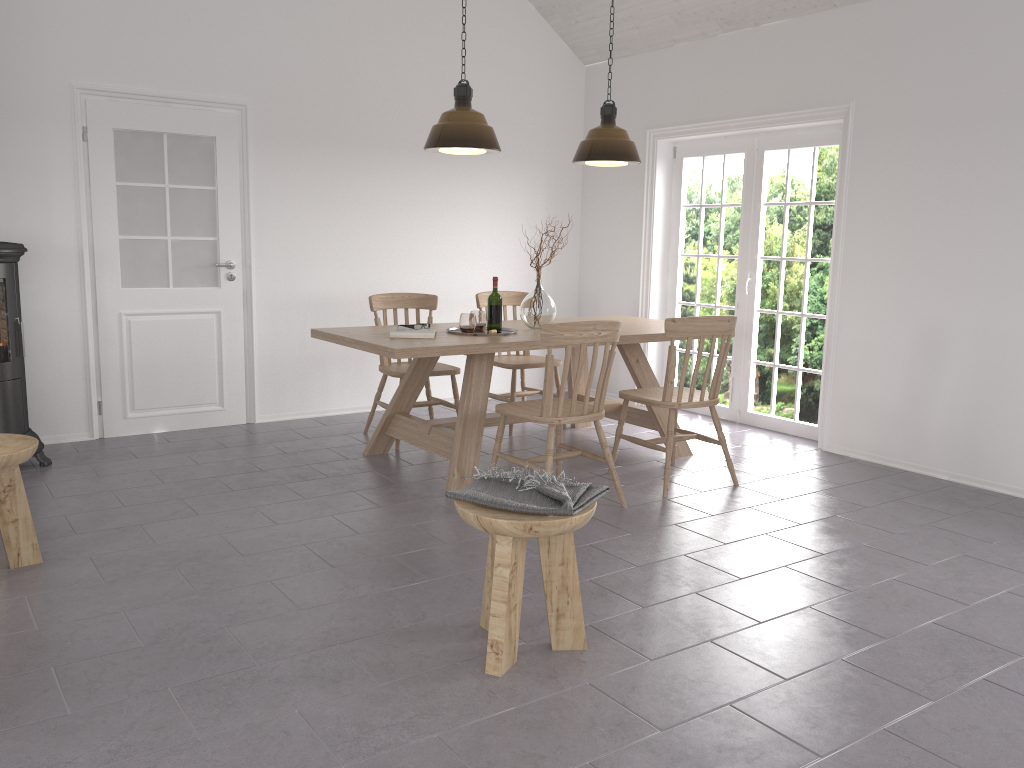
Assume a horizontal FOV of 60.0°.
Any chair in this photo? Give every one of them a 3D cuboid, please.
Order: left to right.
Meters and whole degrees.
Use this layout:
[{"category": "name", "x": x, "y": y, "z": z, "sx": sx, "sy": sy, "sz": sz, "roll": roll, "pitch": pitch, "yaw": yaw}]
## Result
[{"category": "chair", "x": -1.957, "y": 0.461, "z": 3.238, "sx": 0.431, "sy": 0.479, "sz": 0.431, "roll": -6, "pitch": 12, "yaw": -38}, {"category": "chair", "x": -0.607, "y": -0.104, "z": 5.557, "sx": 0.506, "sy": 0.902, "sz": 0.519, "roll": -4, "pitch": 11, "yaw": -30}, {"category": "chair", "x": 0.043, "y": -0.163, "z": 6.005, "sx": 0.506, "sy": 0.902, "sz": 0.519, "roll": -5, "pitch": 11, "yaw": -34}, {"category": "chair", "x": 0.036, "y": 0.586, "z": 2.727, "sx": 0.431, "sy": 0.479, "sz": 0.431, "roll": -2, "pitch": 10, "yaw": -18}, {"category": "chair", "x": 0.212, "y": 0.126, "z": 4.250, "sx": 0.506, "sy": 0.902, "sz": 0.519, "roll": -5, "pitch": 11, "yaw": -34}, {"category": "chair", "x": 0.863, "y": 0.067, "z": 4.698, "sx": 0.506, "sy": 0.902, "sz": 0.519, "roll": -4, "pitch": 11, "yaw": -30}]

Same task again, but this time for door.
[{"category": "door", "x": -2.128, "y": -0.685, "z": 5.519, "sx": 0.902, "sy": 2.013, "sz": 0.101, "roll": -5, "pitch": 11, "yaw": -34}, {"category": "door", "x": 1.628, "y": -0.701, "z": 6.165, "sx": 0.115, "sy": 2.024, "sz": 1.571, "roll": -5, "pitch": 11, "yaw": -34}]

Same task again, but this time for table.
[{"category": "table", "x": 0.114, "y": 0.050, "z": 5.185, "sx": 2.300, "sy": 0.749, "sz": 1.001, "roll": -5, "pitch": 11, "yaw": -34}]

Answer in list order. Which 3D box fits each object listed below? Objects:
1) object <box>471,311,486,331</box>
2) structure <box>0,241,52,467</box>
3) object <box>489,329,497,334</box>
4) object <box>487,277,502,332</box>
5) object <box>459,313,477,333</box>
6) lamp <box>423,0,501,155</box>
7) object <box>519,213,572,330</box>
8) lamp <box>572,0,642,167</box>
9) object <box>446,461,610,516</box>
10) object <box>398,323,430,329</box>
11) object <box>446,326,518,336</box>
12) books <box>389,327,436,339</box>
[{"category": "object", "x": -0.192, "y": -0.355, "z": 4.972, "sx": 0.095, "sy": 0.106, "sz": 0.095, "roll": 0, "pitch": 9, "yaw": -6}, {"category": "structure", "x": -2.814, "y": -1.972, "z": 4.349, "sx": 0.626, "sy": 4.887, "sz": 0.643, "roll": 7, "pitch": 11, "yaw": 31}, {"category": "object", "x": -0.104, "y": -0.281, "z": 4.790, "sx": 0.024, "sy": 0.024, "sz": 0.046, "roll": 8, "pitch": 11, "yaw": 35}, {"category": "object", "x": -0.094, "y": -0.438, "z": 4.883, "sx": 0.081, "sy": 0.303, "sz": 0.081, "roll": 5, "pitch": 10, "yaw": 22}, {"category": "object", "x": -0.239, "y": -0.329, "z": 4.808, "sx": 0.095, "sy": 0.106, "sz": 0.095, "roll": 0, "pitch": 9, "yaw": -6}, {"category": "lamp", "x": -0.236, "y": -2.454, "z": 4.491, "sx": 0.410, "sy": 2.502, "sz": 0.410, "roll": -4, "pitch": 11, "yaw": -30}, {"category": "object", "x": 0.190, "y": -0.642, "z": 5.047, "sx": 0.291, "sy": 0.666, "sz": 0.313, "roll": 4, "pitch": 10, "yaw": 17}, {"category": "lamp", "x": 0.580, "y": -2.180, "z": 5.114, "sx": 0.410, "sy": 1.796, "sz": 0.410, "roll": 1, "pitch": 9, "yaw": 0}, {"category": "object", "x": 0.041, "y": 0.328, "z": 2.753, "sx": 0.462, "sy": 0.120, "sz": 0.348, "roll": 6, "pitch": 10, "yaw": 25}, {"category": "object", "x": -0.512, "y": -0.304, "z": 4.649, "sx": 0.135, "sy": 0.030, "sz": 0.141, "roll": 9, "pitch": 12, "yaw": 39}, {"category": "object", "x": -0.165, "y": -0.290, "z": 4.876, "sx": 0.394, "sy": 0.014, "sz": 0.394, "roll": 3, "pitch": 9, "yaw": 9}, {"category": "books", "x": -0.516, "y": -0.275, "z": 4.653, "sx": 0.231, "sy": 0.040, "sz": 0.342, "roll": 1, "pitch": 9, "yaw": -3}]
